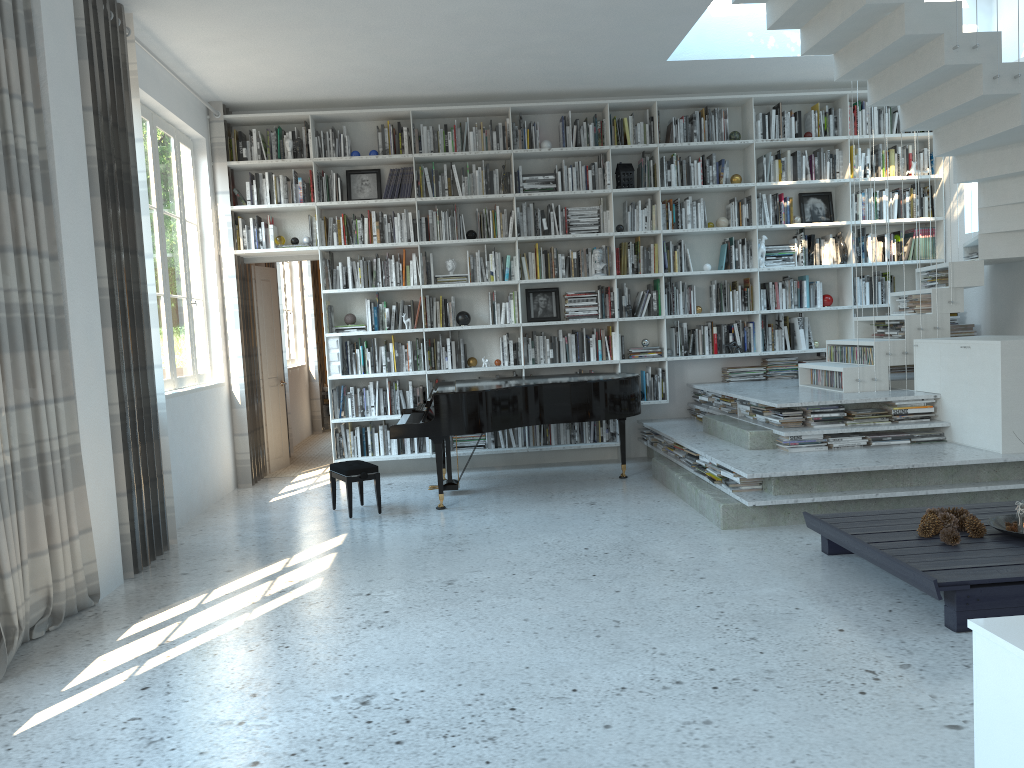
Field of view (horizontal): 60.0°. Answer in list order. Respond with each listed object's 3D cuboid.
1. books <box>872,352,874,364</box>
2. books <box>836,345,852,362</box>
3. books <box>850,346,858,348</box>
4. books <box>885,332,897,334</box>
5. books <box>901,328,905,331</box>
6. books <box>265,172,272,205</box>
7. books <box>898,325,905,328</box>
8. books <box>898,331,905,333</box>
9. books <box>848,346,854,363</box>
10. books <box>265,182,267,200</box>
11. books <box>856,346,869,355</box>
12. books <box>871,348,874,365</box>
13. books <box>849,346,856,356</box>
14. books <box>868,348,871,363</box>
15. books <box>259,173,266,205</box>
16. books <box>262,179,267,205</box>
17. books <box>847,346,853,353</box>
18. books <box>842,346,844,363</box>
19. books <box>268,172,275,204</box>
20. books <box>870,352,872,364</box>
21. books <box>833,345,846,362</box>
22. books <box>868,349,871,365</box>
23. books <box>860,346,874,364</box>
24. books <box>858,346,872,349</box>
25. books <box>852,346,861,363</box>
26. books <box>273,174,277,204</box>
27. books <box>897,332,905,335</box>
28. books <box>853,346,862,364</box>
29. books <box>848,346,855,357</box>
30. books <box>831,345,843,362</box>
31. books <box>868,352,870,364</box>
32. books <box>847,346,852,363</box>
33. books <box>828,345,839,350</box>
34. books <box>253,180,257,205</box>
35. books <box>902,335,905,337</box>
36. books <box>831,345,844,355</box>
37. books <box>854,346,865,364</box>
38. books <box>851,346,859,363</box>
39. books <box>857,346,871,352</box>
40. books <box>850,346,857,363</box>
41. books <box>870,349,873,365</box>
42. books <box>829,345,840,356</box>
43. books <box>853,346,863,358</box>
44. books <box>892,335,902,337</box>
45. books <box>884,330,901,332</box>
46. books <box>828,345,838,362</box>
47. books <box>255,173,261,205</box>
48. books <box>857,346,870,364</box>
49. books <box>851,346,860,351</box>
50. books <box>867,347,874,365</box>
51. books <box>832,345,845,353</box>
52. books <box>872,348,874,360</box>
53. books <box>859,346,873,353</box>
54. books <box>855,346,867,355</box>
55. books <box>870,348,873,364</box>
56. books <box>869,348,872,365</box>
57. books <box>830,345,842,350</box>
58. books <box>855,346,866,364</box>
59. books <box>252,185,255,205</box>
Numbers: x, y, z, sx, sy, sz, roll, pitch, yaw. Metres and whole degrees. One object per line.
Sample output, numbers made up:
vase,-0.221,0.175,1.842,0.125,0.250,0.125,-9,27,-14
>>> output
books,2.655,-0.200,6.376,0.125,0.123,0.034,-3,4,-3
books,2.617,-0.238,6.986,0.125,0.125,0.010,-3,4,-3
books,2.633,-0.222,6.729,0.125,0.125,0.008,-3,4,-3
books,3.007,-0.396,6.812,0.175,0.016,0.207,-4,4,-9
books,2.956,-0.406,6.526,0.141,0.028,0.222,-2,4,16
books,-2.079,-1.657,7.612,0.021,0.286,0.178,-3,4,-3
books,2.943,-0.427,6.528,0.168,0.014,0.212,-2,4,17
books,2.949,-0.389,6.529,0.161,0.007,0.254,-2,4,17
books,2.630,-0.225,6.776,0.125,0.125,0.007,-3,4,-3
books,-2.093,-1.619,7.629,0.010,0.209,0.165,-3,4,-3
books,2.639,-0.217,6.632,0.125,0.125,0.007,-3,4,-3
books,2.654,-0.200,6.384,0.125,0.123,0.035,-3,4,-3
books,2.631,-0.224,6.751,0.125,0.125,0.008,-3,4,-3
books,2.652,-0.203,6.423,0.125,0.123,0.036,-3,4,-3
books,-2.139,-1.657,7.635,0.028,0.288,0.132,-3,4,-3
books,-2.112,-1.634,7.637,0.024,0.239,0.155,-3,4,-3
books,2.629,-0.226,6.784,0.125,0.125,0.007,-3,4,-3
books,2.623,-0.231,6.878,0.125,0.125,0.008,-3,4,-3
books,-2.052,-1.663,7.633,0.037,0.292,0.155,-3,4,-3
books,2.653,-0.202,6.407,0.125,0.123,0.034,-3,4,-3
books,2.613,-0.241,7.047,0.125,0.125,0.007,-3,4,-3
books,2.651,-0.203,6.431,0.125,0.123,0.035,-3,4,-3
books,2.642,-0.213,6.575,0.125,0.125,0.008,-3,4,-3
books,2.641,-0.215,6.598,0.125,0.125,0.009,-3,4,-3
books,2.634,-0.221,6.704,0.125,0.125,0.013,-3,4,-3
books,-2.025,-1.652,7.627,0.013,0.269,0.162,-3,4,-3
books,2.935,-0.375,6.535,0.172,0.019,0.239,-2,4,22
books,2.635,-0.220,6.694,0.125,0.125,0.009,-3,4,-3
books,2.630,-0.225,6.769,0.125,0.125,0.010,-3,4,-3
books,2.611,-0.244,7.084,0.125,0.125,0.008,-3,4,-3
books,2.651,-0.204,6.439,0.125,0.123,0.034,-3,4,-3
books,2.629,-0.226,6.792,0.125,0.125,0.007,-3,4,-3
books,2.608,-0.246,7.129,0.125,0.125,0.009,-3,4,-3
books,-2.184,-1.623,7.617,0.022,0.228,0.171,-3,4,-3
books,2.955,-0.358,6.530,0.136,0.017,0.288,-2,4,20
books,2.611,-0.243,7.075,0.125,0.125,0.010,-3,4,-3
books,2.636,-0.219,6.674,0.125,0.125,0.009,-3,4,-3
books,2.633,-0.222,6.721,0.125,0.125,0.007,-3,4,-3
books,2.640,-0.215,6.612,0.125,0.125,0.018,-3,4,-3
books,2.632,-0.223,6.744,0.125,0.125,0.008,-3,4,-3
books,2.653,-0.201,6.399,0.125,0.123,0.035,-3,4,-3
books,2.609,-0.245,7.114,0.125,0.125,0.007,-3,4,-3
books,2.636,-0.220,6.684,0.125,0.125,0.011,-3,4,-3
books,3.025,-0.375,6.815,0.137,0.013,0.198,-3,4,3
books,3.006,-0.411,6.811,0.184,0.014,0.225,-3,4,-6
books,2.607,-0.247,7.137,0.125,0.125,0.008,-3,4,-3
books,-2.163,-1.651,7.611,0.023,0.283,0.185,-3,4,-3
books,2.639,-0.216,6.622,0.125,0.125,0.012,-3,4,-3
books,2.634,-0.222,6.714,0.125,0.125,0.008,-3,4,-3
books,2.650,-0.206,6.456,0.125,0.125,0.011,-3,4,-3
books,2.612,-0.242,7.055,0.125,0.125,0.008,-3,4,-3
books,2.655,-0.199,6.368,0.125,0.123,0.036,-3,4,-3
books,2.642,-0.214,6.582,0.125,0.125,0.008,-3,4,-3
books,2.638,-0.218,6.648,0.125,0.125,0.013,-3,4,-3
books,2.654,-0.201,6.391,0.125,0.123,0.036,-3,4,-3
books,2.652,-0.202,6.414,0.125,0.123,0.034,-3,4,-3
books,2.610,-0.244,7.091,0.125,0.125,0.007,-3,4,-3
books,2.637,-0.218,6.663,0.125,0.125,0.016,-3,4,-3
books,-2.208,-1.605,7.642,0.024,0.192,0.138,-3,4,-3
